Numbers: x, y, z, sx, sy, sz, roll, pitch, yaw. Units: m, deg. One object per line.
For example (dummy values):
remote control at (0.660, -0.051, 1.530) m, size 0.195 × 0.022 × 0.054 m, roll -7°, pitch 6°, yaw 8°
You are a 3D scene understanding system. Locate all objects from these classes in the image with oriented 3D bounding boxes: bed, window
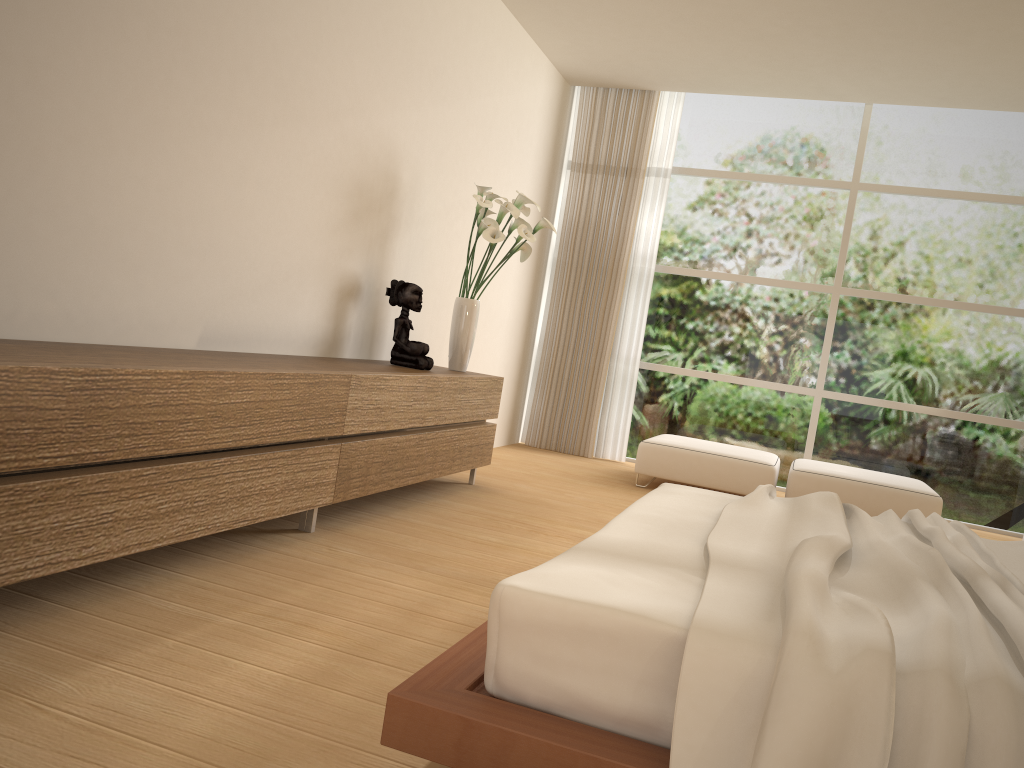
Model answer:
bed at (1.294, 0.718, 2.117) m, size 2.535 × 0.570 × 2.599 m, roll 10°, pitch 3°, yaw 18°
window at (2.626, -0.757, 7.180) m, size 4.781 × 3.371 × 0.071 m, roll 10°, pitch 3°, yaw 18°

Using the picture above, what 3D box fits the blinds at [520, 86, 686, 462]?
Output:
blinds at (0.762, -1.057, 7.536) m, size 0.950 × 3.352 × 0.211 m, roll 10°, pitch 3°, yaw 17°

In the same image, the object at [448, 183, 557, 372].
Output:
object at (-0.099, -0.590, 5.089) m, size 0.515 × 1.085 × 0.608 m, roll 8°, pitch 3°, yaw -24°

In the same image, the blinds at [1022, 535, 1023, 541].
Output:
blinds at (4.378, -0.427, 6.266) m, size 0.814 × 3.351 × 0.202 m, roll 10°, pitch 3°, yaw 17°

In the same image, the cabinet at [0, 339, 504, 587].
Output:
cabinet at (-0.964, 0.239, 3.642) m, size 0.588 × 0.662 × 3.713 m, roll 10°, pitch 3°, yaw 18°

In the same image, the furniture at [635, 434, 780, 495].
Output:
furniture at (1.460, 0.625, 6.550) m, size 0.965 × 0.346 × 0.964 m, roll 10°, pitch 3°, yaw 18°

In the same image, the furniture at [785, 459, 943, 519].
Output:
furniture at (2.428, 0.793, 6.224) m, size 0.965 × 0.346 × 0.964 m, roll 10°, pitch 3°, yaw 18°

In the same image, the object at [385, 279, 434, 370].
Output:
object at (-0.533, -0.315, 4.714) m, size 0.282 × 0.453 × 0.181 m, roll 10°, pitch 3°, yaw 18°
